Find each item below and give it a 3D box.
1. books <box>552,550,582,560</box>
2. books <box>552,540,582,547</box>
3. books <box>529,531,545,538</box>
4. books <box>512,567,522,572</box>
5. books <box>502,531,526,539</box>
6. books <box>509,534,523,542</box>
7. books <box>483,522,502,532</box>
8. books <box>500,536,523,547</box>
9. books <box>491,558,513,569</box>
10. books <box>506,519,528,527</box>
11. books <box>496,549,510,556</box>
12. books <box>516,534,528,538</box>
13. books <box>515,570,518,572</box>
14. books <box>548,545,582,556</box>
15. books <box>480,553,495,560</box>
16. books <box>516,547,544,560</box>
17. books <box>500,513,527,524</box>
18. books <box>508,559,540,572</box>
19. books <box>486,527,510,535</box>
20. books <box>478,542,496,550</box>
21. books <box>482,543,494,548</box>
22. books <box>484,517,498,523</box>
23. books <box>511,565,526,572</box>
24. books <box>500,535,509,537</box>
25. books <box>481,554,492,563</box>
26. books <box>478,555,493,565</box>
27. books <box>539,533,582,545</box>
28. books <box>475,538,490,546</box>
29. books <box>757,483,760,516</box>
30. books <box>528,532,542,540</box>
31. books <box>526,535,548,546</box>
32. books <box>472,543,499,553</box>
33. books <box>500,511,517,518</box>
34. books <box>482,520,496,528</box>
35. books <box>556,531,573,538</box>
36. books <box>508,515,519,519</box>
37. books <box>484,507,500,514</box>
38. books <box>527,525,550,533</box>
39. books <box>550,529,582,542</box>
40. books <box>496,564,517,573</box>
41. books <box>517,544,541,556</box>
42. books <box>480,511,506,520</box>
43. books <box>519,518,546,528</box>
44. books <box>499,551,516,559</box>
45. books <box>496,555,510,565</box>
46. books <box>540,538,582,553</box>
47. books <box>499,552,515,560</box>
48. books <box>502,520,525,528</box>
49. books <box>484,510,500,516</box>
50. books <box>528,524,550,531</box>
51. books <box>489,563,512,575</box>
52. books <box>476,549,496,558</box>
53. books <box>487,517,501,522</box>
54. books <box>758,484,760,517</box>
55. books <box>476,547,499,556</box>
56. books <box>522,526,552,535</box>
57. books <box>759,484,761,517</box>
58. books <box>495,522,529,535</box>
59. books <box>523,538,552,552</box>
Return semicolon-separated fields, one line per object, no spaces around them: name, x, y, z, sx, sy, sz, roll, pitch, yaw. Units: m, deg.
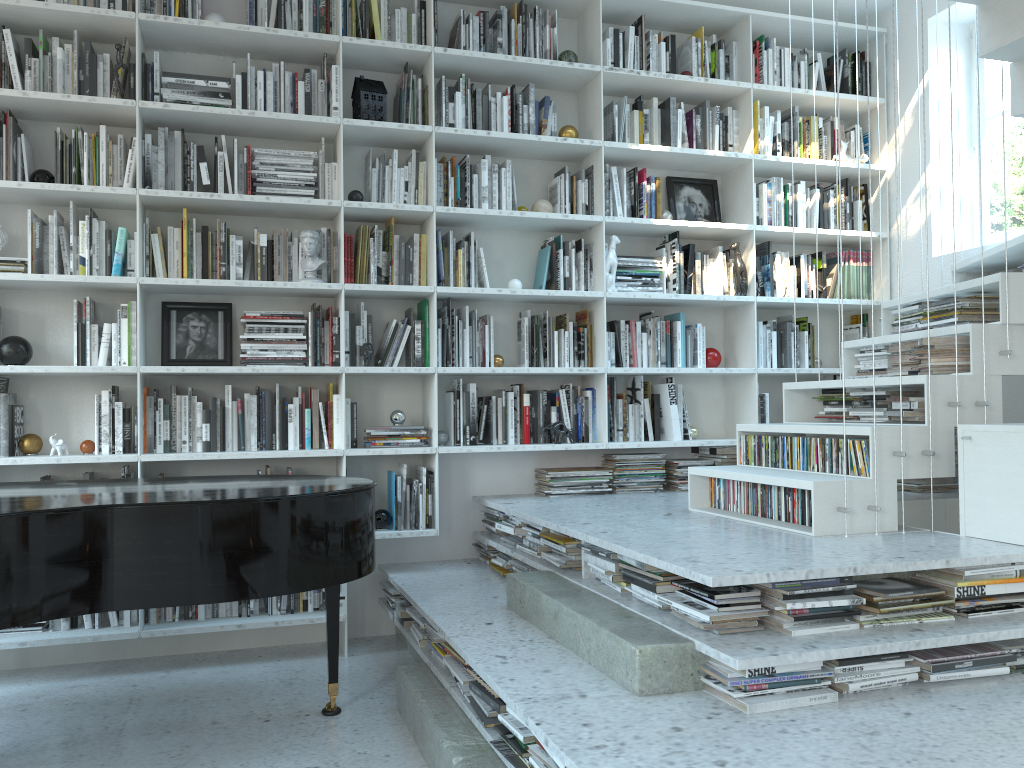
books;0.262;0.654;3.447;0.138;0.017;0.237;0;-2;-19
books;0.244;0.605;3.442;0.161;0.012;0.254;0;-2;-14
books;0.167;0.622;3.720;0.144;0.013;0.220;0;-2;-15
books;0.123;0.783;3.711;0.156;0.017;0.263;0;-2;-22
books;0.071;0.675;4.007;0.152;0.009;0.259;0;-2;-21
books;0.084;0.689;4.011;0.131;0.021;0.240;0;-2;-16
books;-0.028;0.686;4.281;0.175;0.017;0.265;0;-2;-15
books;0.066;0.708;4.005;0.173;0.017;0.233;0;-2;-19
books;0.022;0.805;4.004;0.180;0.017;0.183;0;-2;-21
books;0.070;0.619;4.008;0.143;0.012;0.264;0;-2;-13
books;0.037;0.754;4.009;0.149;0.014;0.228;0;-2;-20
books;0.067;0.666;4.006;0.163;0.008;0.295;0;-2;-20
books;0.127;0.797;3.712;0.161;0.012;0.254;0;-2;-17
books;0.250;0.637;3.444;0.159;0.018;0.203;0;-2;-20
books;-0.052;0.830;4.307;0.147;0.014;0.292;0;-2;-18
books;0.153;0.701;3.713;0.183;0.012;0.296;0;-2;-19
books;0.069;0.604;4.008;0.163;0.018;0.290;0;-2;-19
books;0.113;0.757;3.708;0.181;0.017;0.250;0;-2;-21
books;-0.019;0.703;4.283;0.163;0.017;0.232;0;-2;-16
books;-0.066;0.783;4.303;0.159;0.009;0.210;0;-2;-14
books;-0.064;0.771;4.304;0.152;0.015;0.208;0;-2;-13
books;-0.018;0.661;4.285;0.156;0.009;0.287;0;-2;-20
books;0.119;0.770;3.710;0.178;0.009;0.276;0;-2;-17
books;-0.006;0.719;4.287;0.134;0.014;0.181;0;-2;-21
books;-0.061;0.839;4.304;0.144;0.005;0.257;0;-2;-13
books;-0.061;0.851;4.303;0.163;0.019;0.187;0;-2;-19
books;0.237;0.595;3.441;0.187;0.009;0.261;0;-2;-19
books;-0.070;0.759;4.303;0.174;0.009;0.240;0;-2;-16
books;0.991;0.440;3.383;0.125;0.125;0.007;0;-1;-18
books;0.170;0.635;3.720;0.150;0.013;0.215;0;-2;-18
books;0.167;0.651;3.719;0.154;0.018;0.221;0;-2;-19
books;-0.073;0.790;4.301;0.184;0.006;0.262;0;-2;-17
books;0.060;0.578;4.006;0.171;0.020;0.193;0;-2;-23
books;-0.024;0.672;4.283;0.179;0.012;0.261;0;-2;-18
books;0.251;0.563;3.446;0.139;0.028;0.262;0;-2;-13
books;0.071;0.592;4.009;0.159;0.007;0.285;0;-2;-19
books;-0.021;0.609;4.285;0.159;0.011;0.246;0;-2;-21
books;0.165;0.603;3.719;0.160;0.010;0.179;0;-2;-18
books;0.262;0.584;3.449;0.128;0.013;0.296;0;-2;-20
books;0.034;0.820;4.007;0.160;0.014;0.268;0;-2;-19
books;0.148;0.689;3.712;0.190;0.012;0.235;0;-2;-20
books;-0.031;0.631;4.281;0.171;0.015;0.253;0;-2;-23
books;0.153;0.577;3.716;0.165;0.015;0.243;0;-2;-23
books;0.035;0.765;4.009;0.144;0.009;0.249;0;-2;-14
books;0.034;0.792;4.008;0.159;0.009;0.228;0;-2;-17
books;0.241;0.620;3.441;0.179;0.017;0.293;0;-2;-17
books;0.040;0.778;4.010;0.137;0.018;0.200;0;-2;-22
books;0.064;0.629;4.006;0.171;0.007;0.206;0;-2;-16
books;-0.021;0.619;4.285;0.167;0.008;0.234;0;-2;-19
books;0.165;0.591;3.719;0.149;0.013;0.220;0;-2;-15
books;0.017;0.831;4.002;0.187;0.009;0.261;0;-2;-15
books;-0.063;0.817;4.303;0.170;0.012;0.215;0;-2;-18
books;-0.010;0.653;4.287;0.145;0.008;0.298;0;-2;-19
books;0.993;0.440;3.375;0.125;0.125;0.007;0;-1;-18
books;-0.060;0.805;4.305;0.159;0.012;0.278;0;-2;-19
books;0.160;0.612;3.717;0.167;0.008;0.234;0;-2;-19
books;0.995;0.439;3.368;0.125;0.125;0.010;0;-1;-18
books;0.054;0.647;4.002;0.189;0.030;0.237;0;-2;-21
books;0.156;0.671;3.715;0.164;0.023;0.242;0;-2;-14
